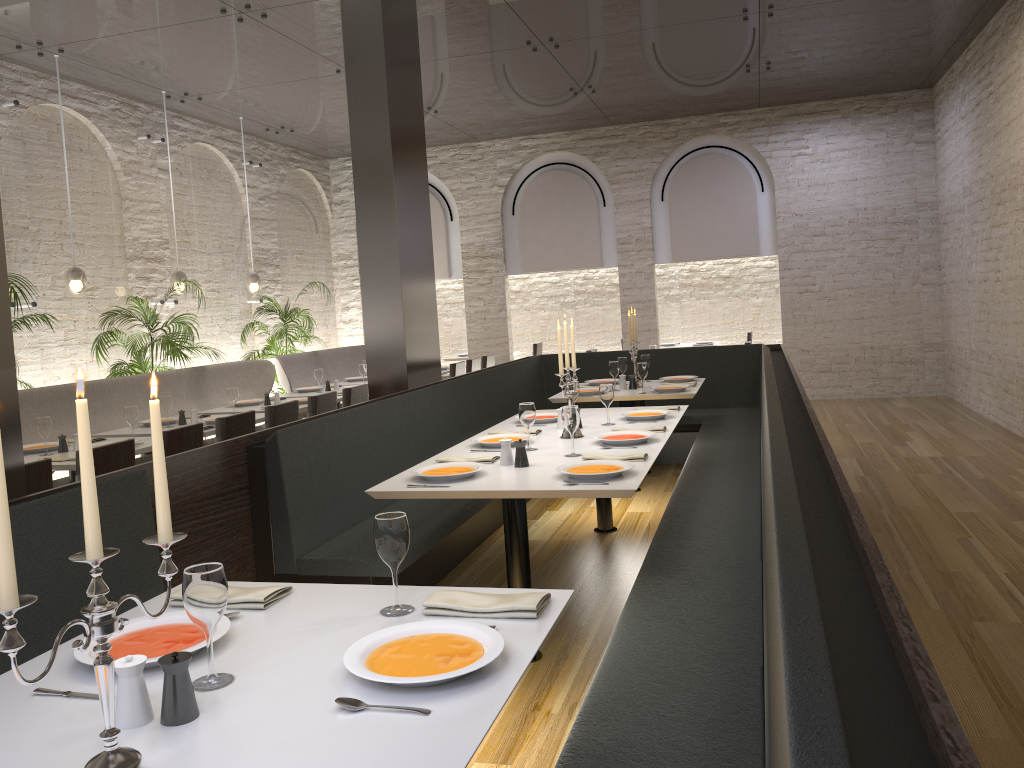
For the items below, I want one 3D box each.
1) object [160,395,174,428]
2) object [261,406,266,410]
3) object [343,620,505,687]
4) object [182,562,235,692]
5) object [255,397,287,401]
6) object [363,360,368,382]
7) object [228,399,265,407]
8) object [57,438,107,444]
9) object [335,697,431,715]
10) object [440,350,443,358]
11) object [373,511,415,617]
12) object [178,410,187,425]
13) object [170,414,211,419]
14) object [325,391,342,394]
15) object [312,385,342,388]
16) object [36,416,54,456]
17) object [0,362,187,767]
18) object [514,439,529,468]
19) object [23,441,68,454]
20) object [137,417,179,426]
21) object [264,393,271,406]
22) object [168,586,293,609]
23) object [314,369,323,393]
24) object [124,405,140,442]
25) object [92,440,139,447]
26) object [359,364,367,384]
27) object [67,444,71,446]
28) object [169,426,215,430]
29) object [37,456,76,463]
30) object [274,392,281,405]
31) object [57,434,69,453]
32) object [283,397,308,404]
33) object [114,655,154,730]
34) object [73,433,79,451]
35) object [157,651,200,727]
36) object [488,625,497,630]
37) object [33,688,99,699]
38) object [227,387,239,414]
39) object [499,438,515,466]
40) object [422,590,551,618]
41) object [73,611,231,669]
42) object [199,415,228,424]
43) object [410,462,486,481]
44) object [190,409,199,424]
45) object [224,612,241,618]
[{"bbox_3d":[-2.491,0.199,6.394,0.086,0.230,0.086,-5,3,-32],"label":"object"},{"bbox_3d":[-1.905,0.191,7.276,0.272,0.033,0.143,-2,5,16],"label":"object"},{"bbox_3d":[-0.173,0.544,1.768,0.321,0.036,0.322,0,6,35],"label":"object"},{"bbox_3d":[-0.598,0.475,1.743,0.086,0.230,0.087,-2,3,28],"label":"object"},{"bbox_3d":[-2.214,0.141,8.093,0.272,0.033,0.143,-2,5,16],"label":"object"},{"bbox_3d":[-1.579,-0.141,9.667,0.086,0.230,0.086,-6,4,-44],"label":"object"},{"bbox_3d":[-2.324,0.169,7.768,0.322,0.036,0.322,-4,5,-6],"label":"object"},{"bbox_3d":[-2.839,0.374,5.849,0.272,0.033,0.143,-2,5,16],"label":"object"},{"bbox_3d":[-0.231,0.573,1.572,0.181,0.015,0.038,-2,5,17],"label":"object"},{"bbox_3d":[-0.911,-0.309,11.118,0.086,0.230,0.086,-6,4,-44],"label":"object"},{"bbox_3d":[-0.279,0.424,2.095,0.086,0.230,0.087,-2,3,28],"label":"object"},{"bbox_3d":[-2.423,0.244,6.509,0.059,0.109,0.059,-3,3,7],"label":"object"},{"bbox_3d":[-2.528,0.258,6.966,0.272,0.033,0.143,-2,5,16],"label":"object"},{"bbox_3d":[-1.605,0.080,8.351,0.272,0.033,0.143,-2,5,16],"label":"object"},{"bbox_3d":[-1.915,0.030,9.168,0.272,0.033,0.143,-2,5,16],"label":"object"},{"bbox_3d":[-2.795,0.312,5.301,0.086,0.230,0.086,-5,3,-26],"label":"object"},{"bbox_3d":[-0.627,0.297,1.339,0.131,0.655,0.391,-2,3,27],"label":"object"},{"bbox_3d":[0.040,0.305,3.901,0.069,0.126,0.069,-7,4,-43],"label":"object"},{"bbox_3d":[-2.948,0.402,5.526,0.322,0.036,0.322,-4,5,-2],"label":"object"},{"bbox_3d":[-2.637,0.286,6.642,0.322,0.036,0.322,-4,5,-6],"label":"object"},{"bbox_3d":[-2.110,0.127,7.635,0.059,0.109,0.059,-3,3,7],"label":"object"},{"bbox_3d":[-0.719,0.537,2.268,0.272,0.033,0.143,-2,5,16],"label":"object"},{"bbox_3d":[-1.873,-0.032,8.612,0.086,0.230,0.086,-6,4,-44],"label":"object"},{"bbox_3d":[-2.429,0.257,5.668,0.086,0.230,0.086,-3,3,22],"label":"object"},{"bbox_3d":[-2.432,0.381,5.378,0.322,0.036,0.322,-4,5,-2],"label":"object"},{"bbox_3d":[-1.507,-0.087,8.979,0.086,0.230,0.086,-6,4,-44],"label":"object"},{"bbox_3d":[-2.904,0.392,5.697,0.181,0.015,0.038,-2,5,17],"label":"object"},{"bbox_3d":[-2.218,0.308,6.150,0.272,0.033,0.143,-2,5,16],"label":"object"},{"bbox_3d":[-2.530,0.424,5.033,0.272,0.033,0.143,-2,5,16],"label":"object"},{"bbox_3d":[-2.030,0.120,7.660,0.059,0.109,0.059,-3,3,7],"label":"object"},{"bbox_3d":[-2.734,0.360,5.392,0.059,0.109,0.059,-3,3,7],"label":"object"},{"bbox_3d":[-1.807,0.148,7.621,0.322,0.036,0.322,-4,5,-6],"label":"object"},{"bbox_3d":[-0.684,0.550,1.593,0.068,0.126,0.069,-3,3,10],"label":"object"},{"bbox_3d":[-2.655,0.353,5.417,0.059,0.109,0.059,-3,3,7],"label":"object"},{"bbox_3d":[-0.602,0.545,1.595,0.068,0.126,0.069,-3,3,10],"label":"object"},{"bbox_3d":[-0.124,0.536,1.954,0.185,0.010,0.017,-2,5,16],"label":"object"},{"bbox_3d":[-0.851,0.602,1.724,0.185,0.010,0.017,-2,5,16],"label":"object"},{"bbox_3d":[-2.124,0.143,6.761,0.086,0.230,0.086,-5,3,-32],"label":"object"},{"bbox_3d":[-0.025,0.304,3.971,0.068,0.126,0.069,-1,4,39],"label":"object"},{"bbox_3d":[-0.058,0.511,2.082,0.272,0.033,0.143,-2,5,16],"label":"object"},{"bbox_3d":[-0.782,0.569,1.942,0.321,0.036,0.322,0,6,35],"label":"object"},{"bbox_3d":[-2.121,0.265,6.495,0.322,0.036,0.322,-4,5,-6],"label":"object"},{"bbox_3d":[-0.270,0.378,3.778,0.321,0.036,0.323,-3,5,14],"label":"object"},{"bbox_3d":[-2.344,0.237,6.534,0.059,0.109,0.059,-3,3,7],"label":"object"},{"bbox_3d":[-0.735,0.557,2.138,0.181,0.015,0.038,-2,5,17],"label":"object"}]
